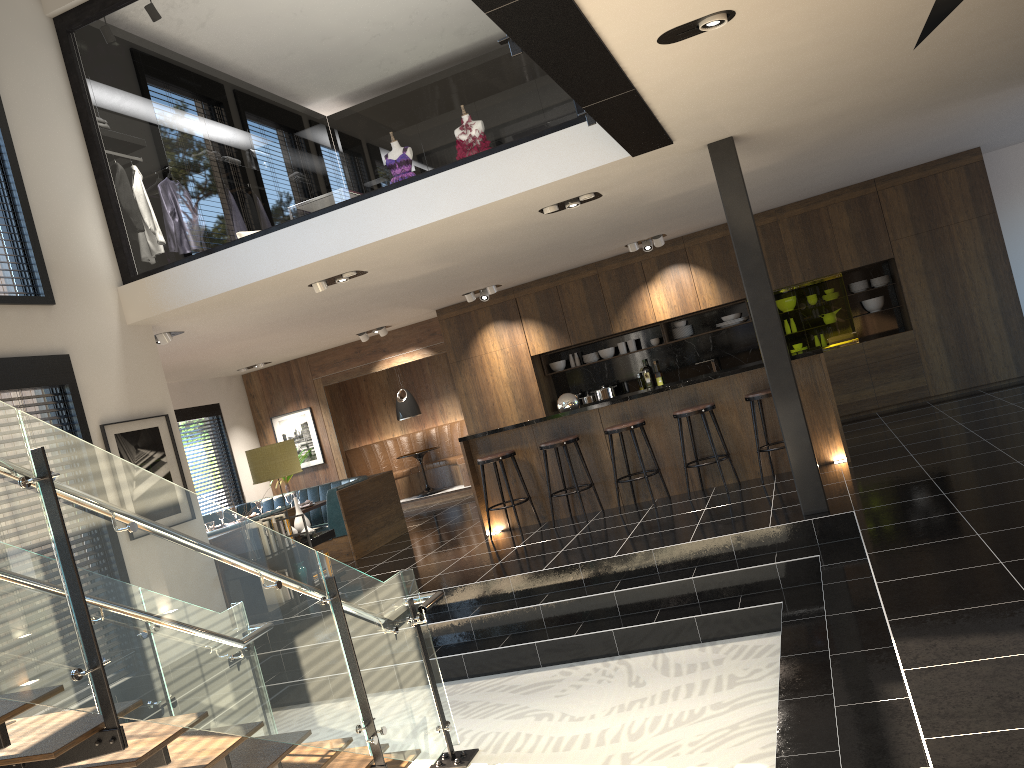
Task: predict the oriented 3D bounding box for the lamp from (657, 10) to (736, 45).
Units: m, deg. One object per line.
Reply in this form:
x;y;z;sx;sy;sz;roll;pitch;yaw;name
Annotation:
0.781;-1.597;3.835;0.347;0.158;0.195;-15;0;18;lamp

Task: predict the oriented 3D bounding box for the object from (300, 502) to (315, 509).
-2.387;1.399;10.195;0.269;0.051;0.324;-15;0;22;object

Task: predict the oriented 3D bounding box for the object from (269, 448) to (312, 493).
-3.276;1.636;13.512;0.817;1.382;0.956;-15;0;-24;object

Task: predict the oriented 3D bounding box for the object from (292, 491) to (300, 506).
-2.522;1.362;10.437;0.098;0.192;0.098;-15;0;16;object

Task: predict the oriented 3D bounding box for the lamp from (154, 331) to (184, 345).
-3.371;-0.458;8.372;0.502;0.248;0.349;-15;0;18;lamp

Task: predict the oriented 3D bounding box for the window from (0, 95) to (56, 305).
-4.085;-1.696;6.002;0.358;2.476;1.392;-15;0;18;window

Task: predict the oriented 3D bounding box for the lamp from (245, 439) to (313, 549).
-2.007;1.249;7.693;0.438;1.445;0.636;-14;1;44;lamp

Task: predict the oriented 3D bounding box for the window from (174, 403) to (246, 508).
-4.547;1.494;12.889;0.313;2.373;1.503;-15;0;18;window

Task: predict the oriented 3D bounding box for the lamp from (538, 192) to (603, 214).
0.452;-1.493;7.061;0.502;0.195;0.349;-15;0;18;lamp

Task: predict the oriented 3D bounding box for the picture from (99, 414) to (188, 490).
-2.897;0.724;7.097;0.028;0.911;0.747;-14;0;18;picture

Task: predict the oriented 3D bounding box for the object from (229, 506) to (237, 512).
-3.351;1.580;10.722;0.098;0.192;0.098;-15;0;16;object

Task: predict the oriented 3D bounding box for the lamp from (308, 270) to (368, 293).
-1.527;-0.952;7.740;0.502;0.231;0.349;-15;0;18;lamp

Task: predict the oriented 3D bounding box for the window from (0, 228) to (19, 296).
-4.148;-1.679;6.031;0.005;2.297;1.219;-14;0;18;window

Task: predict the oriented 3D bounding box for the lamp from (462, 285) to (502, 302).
-0.384;-1.200;11.302;0.502;0.294;0.349;-15;0;18;lamp

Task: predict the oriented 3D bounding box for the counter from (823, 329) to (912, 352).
2.716;-0.108;11.521;4.596;0.005;0.861;-15;0;18;counter

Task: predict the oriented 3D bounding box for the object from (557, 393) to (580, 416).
0.557;0.201;8.741;0.227;0.228;0.228;-15;0;-21;object

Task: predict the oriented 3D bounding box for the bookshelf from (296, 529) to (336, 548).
-2.050;1.758;8.173;0.356;0.500;1.303;-15;0;18;bookshelf

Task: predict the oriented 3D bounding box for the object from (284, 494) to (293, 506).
-2.559;1.370;10.233;0.098;0.192;0.098;-15;0;16;object

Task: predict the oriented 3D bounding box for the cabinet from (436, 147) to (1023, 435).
2.589;-0.578;11.512;6.899;2.690;0.868;-15;0;18;cabinet

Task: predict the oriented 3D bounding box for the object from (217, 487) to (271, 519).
-2.318;1.183;7.755;0.607;0.744;0.407;-15;0;-22;object

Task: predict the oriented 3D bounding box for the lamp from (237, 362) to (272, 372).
-3.896;-0.312;13.374;0.502;0.213;0.349;-15;0;18;lamp

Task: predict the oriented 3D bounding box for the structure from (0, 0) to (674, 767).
-1.057;0.189;2.846;3.451;4.869;7.272;-15;0;17;structure

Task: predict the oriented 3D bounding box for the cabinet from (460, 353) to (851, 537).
1.340;0.613;8.724;3.567;0.994;0.697;-15;0;18;cabinet

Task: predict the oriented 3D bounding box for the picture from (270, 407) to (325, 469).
-3.385;0.888;13.980;0.749;0.911;0.028;-15;0;18;picture

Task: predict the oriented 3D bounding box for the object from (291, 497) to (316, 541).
-2.089;1.306;8.591;0.319;0.398;0.316;-15;0;-6;object

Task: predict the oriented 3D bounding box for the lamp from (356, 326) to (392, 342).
-1.983;-0.781;12.722;0.502;0.280;0.349;-15;0;18;lamp

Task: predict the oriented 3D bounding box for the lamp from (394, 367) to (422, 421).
-1.697;0.053;13.646;0.389;0.974;0.390;-15;0;-28;lamp

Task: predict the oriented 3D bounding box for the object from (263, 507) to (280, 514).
-2.894;1.534;10.717;0.325;0.051;0.269;-15;0;22;object

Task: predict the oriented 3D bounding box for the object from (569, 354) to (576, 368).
0.829;-0.320;12.268;0.060;0.185;0.060;-15;1;-40;object

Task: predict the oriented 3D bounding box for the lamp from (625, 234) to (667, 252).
1.598;-1.729;10.623;0.502;0.280;0.349;-15;0;18;lamp

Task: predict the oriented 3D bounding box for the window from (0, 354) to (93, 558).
-3.363;1.067;6.025;0.358;2.476;1.392;-15;0;18;window

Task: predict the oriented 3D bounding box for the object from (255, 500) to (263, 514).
-3.011;1.491;10.610;0.098;0.192;0.098;-15;0;16;object

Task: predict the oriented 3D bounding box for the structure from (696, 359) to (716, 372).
2.509;-0.176;11.432;0.243;0.231;0.173;-15;0;18;structure

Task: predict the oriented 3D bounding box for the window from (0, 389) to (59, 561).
-3.426;1.083;6.054;0.005;2.297;1.219;-14;0;18;window

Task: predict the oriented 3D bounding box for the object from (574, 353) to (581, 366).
0.899;-0.339;12.244;0.060;0.185;0.060;-15;0;-13;object

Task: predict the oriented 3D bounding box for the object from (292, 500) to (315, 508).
-2.522;1.436;10.599;0.325;0.051;0.269;-15;0;22;object

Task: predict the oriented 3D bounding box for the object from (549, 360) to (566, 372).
0.647;-0.242;12.333;0.234;0.138;0.233;-15;0;21;object

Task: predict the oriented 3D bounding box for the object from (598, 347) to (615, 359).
1.304;-0.413;12.109;0.234;0.138;0.233;-15;0;38;object

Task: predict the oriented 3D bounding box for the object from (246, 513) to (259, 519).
-3.235;1.624;10.833;0.325;0.051;0.269;-15;0;22;object

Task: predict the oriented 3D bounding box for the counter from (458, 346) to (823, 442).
1.207;0.111;8.720;3.577;0.041;0.697;-15;0;18;counter
